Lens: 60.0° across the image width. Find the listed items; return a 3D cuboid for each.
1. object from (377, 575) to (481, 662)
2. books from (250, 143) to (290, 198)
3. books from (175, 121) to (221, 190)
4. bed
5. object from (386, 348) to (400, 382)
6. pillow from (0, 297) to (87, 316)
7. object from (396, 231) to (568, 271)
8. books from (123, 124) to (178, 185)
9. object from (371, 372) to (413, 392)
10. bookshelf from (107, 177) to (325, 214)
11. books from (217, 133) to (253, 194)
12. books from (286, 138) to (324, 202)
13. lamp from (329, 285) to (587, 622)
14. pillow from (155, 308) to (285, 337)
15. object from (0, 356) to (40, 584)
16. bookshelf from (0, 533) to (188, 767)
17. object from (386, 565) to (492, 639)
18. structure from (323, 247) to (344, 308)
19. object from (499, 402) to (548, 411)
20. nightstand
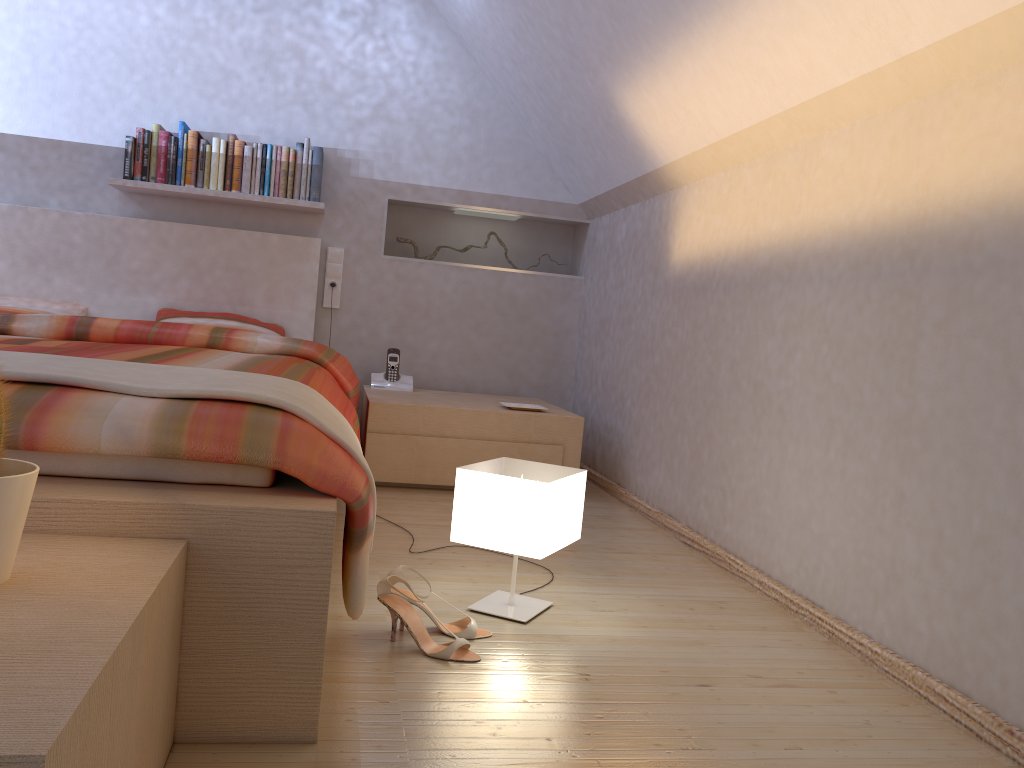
[{"bbox_3d":[-0.166,0.464,1.777,0.235,0.132,0.079,7,4,20],"label":"object"},{"bbox_3d":[-1.101,-0.961,4.053,0.159,0.231,0.200,5,4,-11],"label":"books"},{"bbox_3d":[-1.400,-1.011,3.990,0.178,0.281,0.200,5,4,-11],"label":"books"},{"bbox_3d":[-1.471,-0.139,2.599,2.087,0.994,3.009,5,4,-11],"label":"bed"},{"bbox_3d":[-0.556,-0.082,4.140,0.060,0.169,0.079,5,4,-11],"label":"object"},{"bbox_3d":[-2.133,-0.276,3.709,0.572,0.180,0.492,5,4,-11],"label":"pillow"},{"bbox_3d":[-0.136,-0.685,4.523,0.905,0.193,0.085,5,4,-11],"label":"object"},{"bbox_3d":[-1.588,-1.015,3.944,0.209,0.260,0.215,5,4,-11],"label":"books"},{"bbox_3d":[-0.559,-0.016,4.125,0.192,0.087,0.153,5,4,-11],"label":"object"},{"bbox_3d":[-1.315,-0.848,4.015,0.916,0.028,0.223,5,4,-11],"label":"bookshelf"},{"bbox_3d":[-1.244,-0.987,4.018,0.140,0.260,0.209,5,4,-11],"label":"books"},{"bbox_3d":[-0.950,-0.974,4.081,0.145,0.281,0.200,5,4,-11],"label":"books"},{"bbox_3d":[-0.328,0.039,3.106,0.396,0.788,2.551,4,4,-21],"label":"lamp"},{"bbox_3d":[-1.284,-0.217,3.831,0.566,0.188,0.497,5,4,-11],"label":"pillow"},{"bbox_3d":[-0.624,0.088,1.021,0.144,0.294,0.144,6,4,14],"label":"object"},{"bbox_3d":[-1.153,0.342,0.832,1.495,0.303,0.643,5,4,-11],"label":"bookshelf"},{"bbox_3d":[-0.153,0.459,1.879,0.235,0.132,0.079,5,3,-6],"label":"object"},{"bbox_3d":[-0.854,-0.508,4.244,0.077,0.286,0.034,5,4,-11],"label":"structure"},{"bbox_3d":[0.047,0.097,3.690,0.179,0.015,0.177,5,4,-11],"label":"object"},{"bbox_3d":[-0.222,0.234,3.894,0.859,0.329,0.847,5,4,-11],"label":"nightstand"}]
